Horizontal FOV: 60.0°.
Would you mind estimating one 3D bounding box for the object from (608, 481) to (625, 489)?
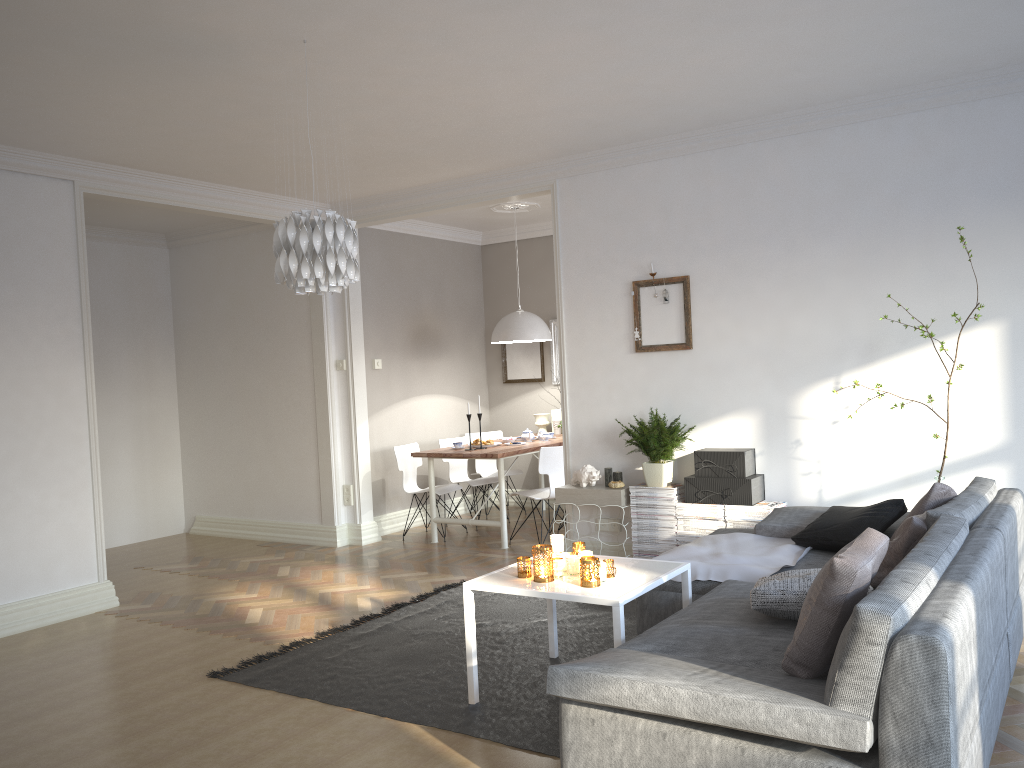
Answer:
[{"bbox_3d":[0.677,0.650,5.731,0.099,0.046,0.104,-3,1,-10],"label":"object"}]

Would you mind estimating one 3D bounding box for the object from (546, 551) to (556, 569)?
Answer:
[{"bbox_3d":[0.179,0.757,3.820,0.060,0.073,0.060,-3,1,14],"label":"object"}]

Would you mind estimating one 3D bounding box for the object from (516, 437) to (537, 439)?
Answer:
[{"bbox_3d":[0.121,0.486,7.959,0.201,0.022,0.194,-3,1,-36],"label":"object"}]

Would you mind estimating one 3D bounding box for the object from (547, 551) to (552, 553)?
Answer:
[{"bbox_3d":[0.179,0.754,3.820,0.056,0.066,0.056,-3,1,-4],"label":"object"}]

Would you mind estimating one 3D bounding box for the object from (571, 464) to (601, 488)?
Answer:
[{"bbox_3d":[0.491,0.606,5.876,0.137,0.150,0.311,-3,1,-27],"label":"object"}]

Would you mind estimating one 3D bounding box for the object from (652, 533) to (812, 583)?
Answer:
[{"bbox_3d":[1.054,0.997,4.282,0.726,0.437,0.811,-2,1,32],"label":"object"}]

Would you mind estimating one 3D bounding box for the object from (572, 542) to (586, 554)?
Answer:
[{"bbox_3d":[0.299,0.747,3.945,0.060,0.079,0.060,-2,1,28],"label":"object"}]

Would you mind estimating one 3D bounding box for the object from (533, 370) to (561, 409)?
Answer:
[{"bbox_3d":[0.550,0.083,8.387,0.698,0.781,0.351,-2,1,16],"label":"object"}]

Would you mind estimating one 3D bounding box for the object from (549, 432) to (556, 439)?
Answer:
[{"bbox_3d":[0.338,0.461,7.939,0.116,0.056,0.116,-3,1,6],"label":"object"}]

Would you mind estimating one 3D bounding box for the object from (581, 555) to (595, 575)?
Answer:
[{"bbox_3d":[0.316,0.752,3.670,0.060,0.073,0.060,-4,1,-31],"label":"object"}]

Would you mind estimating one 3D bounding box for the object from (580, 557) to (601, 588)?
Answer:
[{"bbox_3d":[0.306,0.739,3.483,0.080,0.104,0.080,-2,1,24],"label":"object"}]

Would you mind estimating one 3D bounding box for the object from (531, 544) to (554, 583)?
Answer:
[{"bbox_3d":[0.124,0.729,3.604,0.090,0.140,0.087,-3,1,4],"label":"object"}]

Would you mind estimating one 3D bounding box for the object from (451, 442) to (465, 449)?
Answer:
[{"bbox_3d":[-0.443,0.507,7.324,0.116,0.056,0.137,-3,1,-26],"label":"object"}]

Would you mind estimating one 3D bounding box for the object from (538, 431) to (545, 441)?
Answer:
[{"bbox_3d":[0.260,0.452,7.790,0.072,0.086,0.086,-3,1,-1],"label":"object"}]

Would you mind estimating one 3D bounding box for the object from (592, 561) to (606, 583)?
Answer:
[{"bbox_3d":[0.349,0.752,3.544,0.060,0.073,0.060,-3,1,-4],"label":"object"}]

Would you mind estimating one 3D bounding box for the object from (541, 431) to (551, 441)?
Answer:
[{"bbox_3d":[0.290,0.452,7.695,0.090,0.086,0.090,-3,1,-12],"label":"object"}]

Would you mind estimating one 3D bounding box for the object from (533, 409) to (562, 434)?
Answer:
[{"bbox_3d":[0.358,0.366,8.580,0.310,0.228,0.172,-3,1,-13],"label":"object"}]

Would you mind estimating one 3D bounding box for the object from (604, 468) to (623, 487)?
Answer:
[{"bbox_3d":[0.667,0.605,5.833,0.123,0.134,0.062,-3,1,-15],"label":"object"}]

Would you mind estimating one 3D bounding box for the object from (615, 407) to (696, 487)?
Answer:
[{"bbox_3d":[0.903,0.406,5.609,0.438,0.527,0.368,-2,2,34],"label":"object"}]

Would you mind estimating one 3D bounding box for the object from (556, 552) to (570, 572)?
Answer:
[{"bbox_3d":[0.218,0.756,3.765,0.060,0.073,0.060,-3,1,14],"label":"object"}]

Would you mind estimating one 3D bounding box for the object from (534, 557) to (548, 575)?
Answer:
[{"bbox_3d":[0.121,0.762,3.678,0.060,0.073,0.060,-2,1,23],"label":"object"}]

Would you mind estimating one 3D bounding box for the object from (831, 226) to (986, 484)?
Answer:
[{"bbox_3d":[2.036,0.042,4.554,0.776,1.675,0.340,-3,2,-7],"label":"object"}]

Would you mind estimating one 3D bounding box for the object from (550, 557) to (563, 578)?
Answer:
[{"bbox_3d":[0.185,0.759,3.665,0.060,0.073,0.060,-2,1,23],"label":"object"}]

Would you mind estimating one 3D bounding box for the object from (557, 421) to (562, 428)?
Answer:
[{"bbox_3d":[0.518,0.396,8.173,0.178,0.162,0.169,-3,1,-16],"label":"object"}]

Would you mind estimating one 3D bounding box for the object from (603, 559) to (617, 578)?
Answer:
[{"bbox_3d":[0.398,0.752,3.614,0.054,0.068,0.047,-3,1,-6],"label":"object"}]

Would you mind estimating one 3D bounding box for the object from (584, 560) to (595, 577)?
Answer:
[{"bbox_3d":[0.320,0.753,3.605,0.060,0.073,0.060,-4,1,-31],"label":"object"}]

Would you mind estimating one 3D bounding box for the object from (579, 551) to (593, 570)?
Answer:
[{"bbox_3d":[0.315,0.751,3.773,0.060,0.073,0.060,-4,1,-31],"label":"object"}]

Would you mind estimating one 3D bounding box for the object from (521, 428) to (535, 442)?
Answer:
[{"bbox_3d":[0.138,0.443,7.708,0.143,0.119,0.124,-2,1,38],"label":"object"}]

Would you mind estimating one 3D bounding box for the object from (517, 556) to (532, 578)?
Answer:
[{"bbox_3d":[0.051,0.762,3.686,0.060,0.079,0.060,-2,1,24],"label":"object"}]

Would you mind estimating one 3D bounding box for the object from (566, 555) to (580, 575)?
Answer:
[{"bbox_3d":[0.255,0.755,3.696,0.060,0.073,0.060,-3,1,-10],"label":"object"}]

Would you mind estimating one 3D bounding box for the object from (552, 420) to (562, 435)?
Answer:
[{"bbox_3d":[0.432,0.413,8.439,0.094,0.132,0.097,-3,1,0],"label":"object"}]

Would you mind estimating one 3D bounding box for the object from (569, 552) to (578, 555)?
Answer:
[{"bbox_3d":[0.263,0.760,3.830,0.052,0.058,0.050,-3,1,3],"label":"object"}]

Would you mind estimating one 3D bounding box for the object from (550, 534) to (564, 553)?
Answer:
[{"bbox_3d":[0.193,0.683,3.791,0.060,0.073,0.060,-4,2,-40],"label":"object"}]
